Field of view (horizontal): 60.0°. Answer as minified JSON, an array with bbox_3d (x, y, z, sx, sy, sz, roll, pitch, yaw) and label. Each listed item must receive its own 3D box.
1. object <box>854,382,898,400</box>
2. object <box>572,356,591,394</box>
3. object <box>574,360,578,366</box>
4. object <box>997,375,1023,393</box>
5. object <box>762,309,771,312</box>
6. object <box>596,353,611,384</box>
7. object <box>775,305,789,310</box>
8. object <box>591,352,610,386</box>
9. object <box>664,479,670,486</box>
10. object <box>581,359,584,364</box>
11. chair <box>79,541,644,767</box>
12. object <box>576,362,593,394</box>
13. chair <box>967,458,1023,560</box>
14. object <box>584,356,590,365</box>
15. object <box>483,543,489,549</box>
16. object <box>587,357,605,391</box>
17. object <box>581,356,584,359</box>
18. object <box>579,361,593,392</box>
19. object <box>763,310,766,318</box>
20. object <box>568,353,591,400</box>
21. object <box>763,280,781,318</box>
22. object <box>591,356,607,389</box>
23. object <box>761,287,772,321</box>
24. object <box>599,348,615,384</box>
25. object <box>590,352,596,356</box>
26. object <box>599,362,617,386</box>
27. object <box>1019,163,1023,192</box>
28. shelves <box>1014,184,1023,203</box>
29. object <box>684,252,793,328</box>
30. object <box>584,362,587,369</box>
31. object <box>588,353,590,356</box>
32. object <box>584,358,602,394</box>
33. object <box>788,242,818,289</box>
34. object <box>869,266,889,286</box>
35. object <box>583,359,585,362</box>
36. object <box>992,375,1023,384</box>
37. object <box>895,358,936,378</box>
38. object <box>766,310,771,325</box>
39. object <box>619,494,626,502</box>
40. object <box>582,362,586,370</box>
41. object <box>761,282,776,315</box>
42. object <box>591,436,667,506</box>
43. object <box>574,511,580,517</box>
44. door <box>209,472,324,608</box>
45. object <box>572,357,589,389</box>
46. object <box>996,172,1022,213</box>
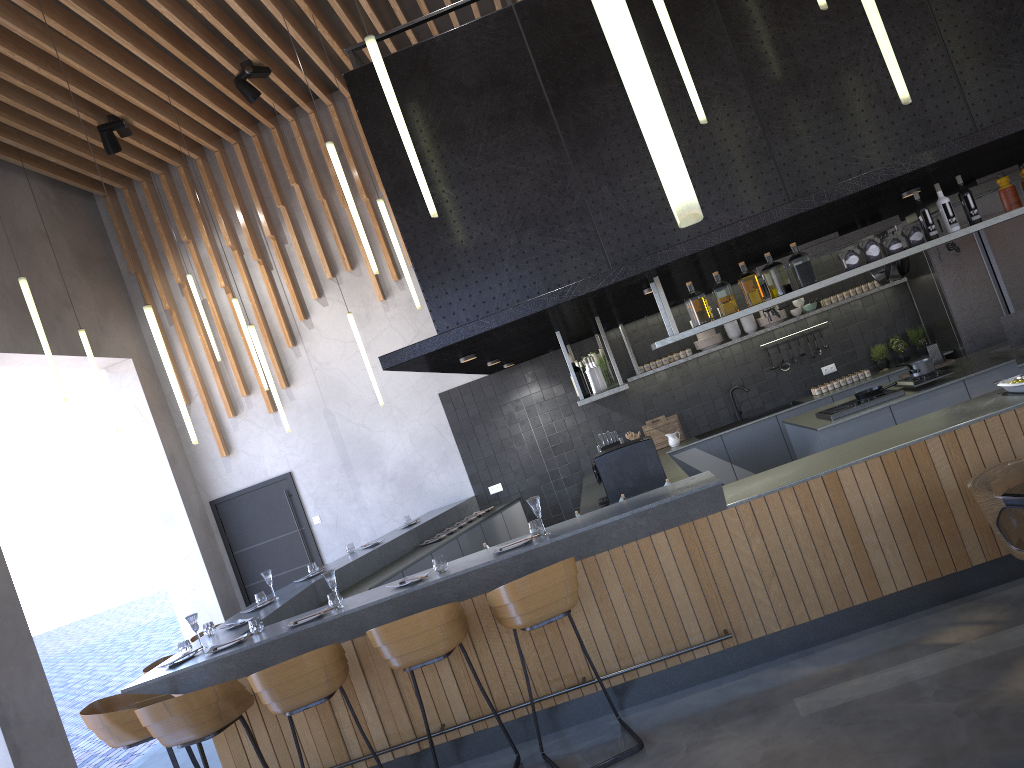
[{"bbox_3d":[2.982,0.063,7.314,0.232,0.061,0.351,-20,-2,-16],"label":"object"},{"bbox_3d":[0.538,-0.067,7.275,0.101,0.378,0.100,-20,-2,-1],"label":"object"},{"bbox_3d":[0.751,-0.087,9.382,0.105,0.365,0.047,-21,-2,23],"label":"object"},{"bbox_3d":[3.048,-0.012,5.234,0.268,0.074,0.402,-20,-2,5],"label":"object"},{"bbox_3d":[2.174,-0.742,7.681,0.074,0.256,0.074,-19,-2,-40],"label":"object"},{"bbox_3d":[0.930,-0.153,9.028,0.057,0.347,0.093,-20,-2,2],"label":"object"},{"bbox_3d":[2.130,-0.729,7.101,0.103,0.280,0.103,-21,-2,36],"label":"object"},{"bbox_3d":[0.895,-0.152,8.966,0.047,0.365,0.105,-21,-2,42],"label":"object"},{"bbox_3d":[0.980,0.684,5.477,0.040,0.203,0.100,-19,-2,-23],"label":"object"},{"bbox_3d":[0.819,-0.103,9.369,0.093,0.347,0.057,-20,-2,-16],"label":"object"},{"bbox_3d":[-1.434,2.135,6.679,2.787,1.047,5.395,-20,-2,-18],"label":"chair"},{"bbox_3d":[0.622,-0.046,7.764,0.073,0.305,0.072,-20,-2,13],"label":"object"},{"bbox_3d":[1.117,1.234,2.477,9.749,0.759,4.352,-20,-2,6],"label":"chair"},{"bbox_3d":[0.860,-0.129,9.125,0.141,0.356,0.057,-21,-2,20],"label":"object"},{"bbox_3d":[-0.132,1.095,5.586,0.042,0.203,0.076,-21,-2,38],"label":"object"},{"bbox_3d":[0.703,-0.084,7.518,0.072,0.305,0.073,-19,-2,-43],"label":"object"},{"bbox_3d":[0.818,-0.117,9.443,0.056,0.381,0.113,-21,-2,18],"label":"object"},{"bbox_3d":[0.658,-0.055,7.896,0.073,0.305,0.072,-21,-2,37],"label":"object"},{"bbox_3d":[2.130,-0.706,7.611,0.035,0.298,0.032,-19,-2,-43],"label":"object"},{"bbox_3d":[0.514,-0.066,7.019,0.101,0.378,0.100,-20,-2,-2],"label":"object"},{"bbox_3d":[2.111,-0.690,7.220,0.031,0.336,0.104,-20,-2,4],"label":"object"},{"bbox_3d":[0.738,-0.093,7.650,0.073,0.305,0.072,-21,-2,37],"label":"object"},{"bbox_3d":[2.128,-0.689,7.438,0.024,0.337,0.068,-20,-2,5],"label":"object"},{"bbox_3d":[0.971,-0.186,9.110,0.046,0.386,0.084,-20,-2,-14],"label":"object"},{"bbox_3d":[0.860,-0.144,9.056,0.113,0.381,0.056,-21,-2,37],"label":"object"},{"bbox_3d":[0.901,-0.072,9.082,0.234,0.231,0.248,-21,-2,33],"label":"object"},{"bbox_3d":[3.105,-1.203,5.300,0.096,0.246,0.235,-21,-2,25],"label":"object"},{"bbox_3d":[4.705,-2.586,6.732,1.247,5.690,5.494,-21,-2,15],"label":"shelves"},{"bbox_3d":[1.358,-0.578,5.373,0.630,0.274,0.139,-20,-2,3],"label":"object"},{"bbox_3d":[0.777,-0.073,8.790,0.073,0.305,0.072,-20,-2,-22],"label":"object"},{"bbox_3d":[0.899,-0.152,9.348,0.084,0.386,0.046,-19,-2,-32],"label":"object"},{"bbox_3d":[0.663,-0.073,7.388,0.073,0.305,0.072,-20,-2,-8],"label":"object"},{"bbox_3d":[1.733,-0.717,5.327,0.105,0.274,0.105,-20,-2,5],"label":"object"},{"bbox_3d":[3.142,-1.034,7.637,0.161,0.386,0.200,-21,-2,29],"label":"object"},{"bbox_3d":[0.868,-0.126,9.181,0.169,0.349,0.056,-21,-2,18],"label":"object"},{"bbox_3d":[3.005,-0.032,5.351,0.048,0.026,0.252,-20,-2,-18],"label":"object"},{"bbox_3d":[3.227,-0.121,7.154,0.348,0.154,0.200,-20,-2,-4],"label":"object"},{"bbox_3d":[2.142,-0.677,7.537,0.024,0.363,0.033,-20,-2,5],"label":"object"},{"bbox_3d":[0.702,0.786,5.483,0.096,0.203,0.048,-19,-2,-40],"label":"object"},{"bbox_3d":[0.795,-0.092,9.087,0.054,0.330,0.220,-21,-2,37],"label":"object"},{"bbox_3d":[2.120,-0.705,7.334,0.038,0.306,0.062,-20,-2,5],"label":"object"},{"bbox_3d":[0.886,0.682,6.949,0.562,0.400,0.322,-20,-2,5],"label":"object"},{"bbox_3d":[0.433,0.885,5.501,0.038,0.203,0.057,-21,-2,30],"label":"object"},{"bbox_3d":[-2.632,2.134,10.082,1.012,2.056,0.137,-20,-2,5],"label":"door"},{"bbox_3d":[0.526,-0.066,7.149,0.101,0.378,0.100,-20,-2,-1],"label":"object"},{"bbox_3d":[2.997,-1.161,5.366,0.096,0.246,0.096,-19,-2,-40],"label":"object"}]
